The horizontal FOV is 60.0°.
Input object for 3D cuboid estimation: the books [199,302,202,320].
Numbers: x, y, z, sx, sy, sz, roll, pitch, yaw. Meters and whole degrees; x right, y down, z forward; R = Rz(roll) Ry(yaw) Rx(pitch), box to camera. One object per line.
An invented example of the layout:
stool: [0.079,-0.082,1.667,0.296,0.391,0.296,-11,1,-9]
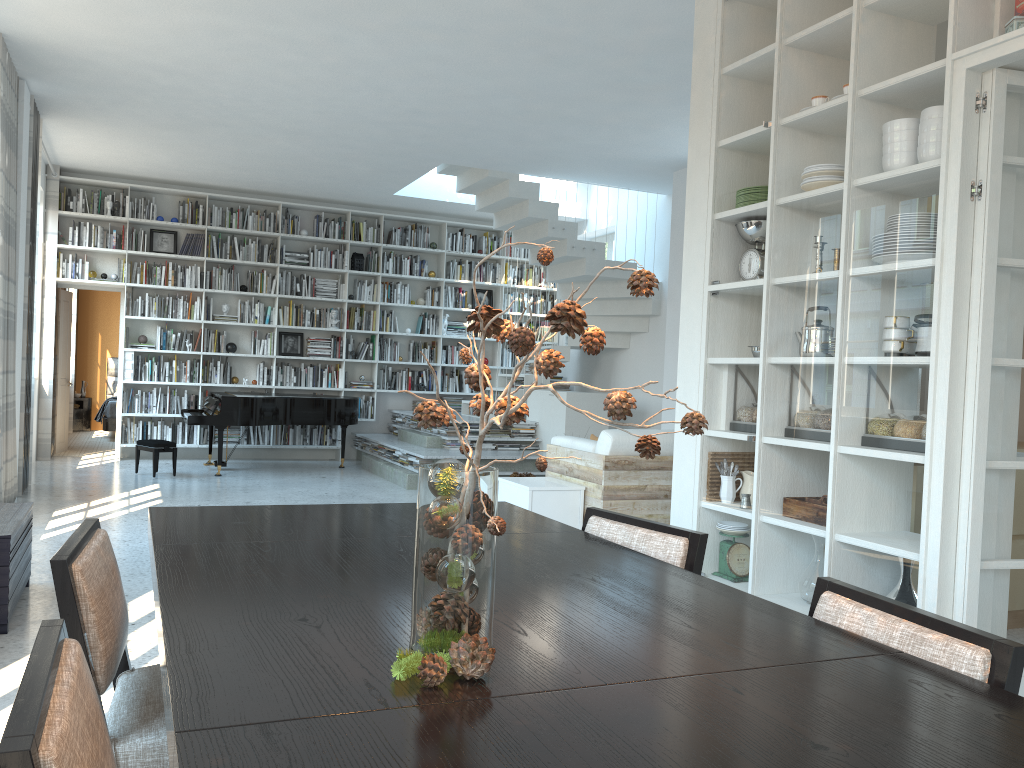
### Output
books: [-3.700,-0.875,10.530,0.036,0.257,0.123,2,1,-23]

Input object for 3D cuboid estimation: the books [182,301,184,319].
books: [-3.880,-0.862,10.449,0.012,0.217,0.160,2,1,-23]

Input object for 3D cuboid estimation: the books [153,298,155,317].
books: [-4.167,-0.880,10.316,0.014,0.230,0.148,2,1,-23]

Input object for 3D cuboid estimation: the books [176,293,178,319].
books: [-3.941,-0.908,10.432,0.011,0.304,0.129,2,1,-23]

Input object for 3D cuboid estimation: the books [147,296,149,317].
books: [-4.222,-0.890,10.287,0.011,0.246,0.176,2,1,-23]

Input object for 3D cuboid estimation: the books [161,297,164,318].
books: [-4.079,-0.883,10.353,0.023,0.242,0.184,2,1,-23]

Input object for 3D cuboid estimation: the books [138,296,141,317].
books: [-4.302,-0.889,10.249,0.022,0.235,0.177,2,1,-23]

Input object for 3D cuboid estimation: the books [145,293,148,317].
books: [-4.240,-0.909,10.288,0.023,0.281,0.174,2,1,-23]

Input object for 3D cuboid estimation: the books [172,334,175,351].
books: [-3.968,-0.484,10.395,0.029,0.190,0.188,2,1,-23]

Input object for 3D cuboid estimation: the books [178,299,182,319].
books: [-3.917,-0.876,10.449,0.028,0.242,0.131,2,1,-23]

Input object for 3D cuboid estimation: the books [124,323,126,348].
books: [-4.456,-0.552,10.218,0.012,0.285,0.159,2,1,-23]

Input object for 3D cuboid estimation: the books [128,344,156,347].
books: [-4.288,-0.445,10.284,0.285,0.012,0.159,2,0,-19]

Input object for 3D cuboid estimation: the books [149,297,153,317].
books: [-4.204,-0.888,10.321,0.049,0.243,0.139,2,1,-23]

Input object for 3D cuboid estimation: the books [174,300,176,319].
books: [-3.960,-0.871,10.413,0.013,0.228,0.151,2,1,-23]

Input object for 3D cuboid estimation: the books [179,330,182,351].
books: [-3.909,-0.508,10.455,0.013,0.242,0.141,2,1,-23]

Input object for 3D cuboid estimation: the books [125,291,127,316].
books: [-4.440,-0.919,10.211,0.012,0.285,0.159,2,1,-23]

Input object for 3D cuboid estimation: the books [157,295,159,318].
books: [-4.128,-0.899,10.340,0.011,0.271,0.157,2,1,-23]

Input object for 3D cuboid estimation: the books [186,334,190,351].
books: [-3.826,-0.487,10.468,0.030,0.207,0.172,2,1,-23]

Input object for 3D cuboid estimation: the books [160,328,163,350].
books: [-4.101,-0.523,10.367,0.031,0.255,0.143,2,1,-23]

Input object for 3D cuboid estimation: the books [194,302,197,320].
books: [-3.755,-0.860,10.501,0.031,0.223,0.144,2,1,-23]

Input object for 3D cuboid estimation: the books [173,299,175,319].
books: [-3.968,-0.872,10.398,0.013,0.229,0.177,2,1,-23]

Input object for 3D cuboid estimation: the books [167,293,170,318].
books: [-4.018,-0.909,10.378,0.013,0.300,0.151,2,1,-23]

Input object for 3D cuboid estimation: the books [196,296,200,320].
books: [-3.729,-0.890,10.516,0.027,0.286,0.148,2,1,-23]

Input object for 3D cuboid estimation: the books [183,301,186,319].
books: [-3.866,-0.863,10.459,0.021,0.221,0.148,2,1,-23]

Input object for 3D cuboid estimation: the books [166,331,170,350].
books: [-4.040,-0.508,10.404,0.030,0.231,0.147,2,1,-23]

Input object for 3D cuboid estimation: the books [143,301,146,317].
books: [-4.271,-0.864,10.300,0.021,0.187,0.129,2,1,-23]

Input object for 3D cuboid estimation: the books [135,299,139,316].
books: [-4.339,-0.877,10.252,0.042,0.209,0.143,2,1,-23]

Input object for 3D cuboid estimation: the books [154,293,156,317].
books: [-4.154,-0.911,10.319,0.011,0.293,0.183,2,1,-23]

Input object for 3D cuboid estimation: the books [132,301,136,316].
books: [-4.354,-0.864,10.226,0.037,0.182,0.189,2,1,-23]

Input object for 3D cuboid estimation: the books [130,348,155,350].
books: [-4.290,-0.409,10.287,0.285,0.012,0.159,2,0,-20]

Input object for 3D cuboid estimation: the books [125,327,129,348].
books: [-4.434,-0.530,10.217,0.028,0.243,0.156,2,1,-23]

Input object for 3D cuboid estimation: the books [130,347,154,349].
books: [-4.291,-0.421,10.291,0.254,0.012,0.161,2,0,-22]

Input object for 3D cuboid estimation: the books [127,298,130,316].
books: [-4.420,-0.880,10.211,0.026,0.209,0.155,2,1,-23]

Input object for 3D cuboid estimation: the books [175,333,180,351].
books: [-3.942,-0.495,10.442,0.056,0.214,0.142,2,1,-23]

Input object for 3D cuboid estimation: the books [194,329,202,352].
books: [-3.719,-0.517,10.484,0.082,0.276,0.228,2,1,-23]

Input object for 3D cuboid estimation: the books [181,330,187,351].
books: [-3.870,-0.513,10.456,0.060,0.255,0.158,2,1,-23]

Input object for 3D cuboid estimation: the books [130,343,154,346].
books: [-4.290,-0.457,10.290,0.254,0.012,0.161,2,0,-22]

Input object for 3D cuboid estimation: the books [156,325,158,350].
books: [-4.139,-0.539,10.342,0.012,0.285,0.159,2,1,-23]

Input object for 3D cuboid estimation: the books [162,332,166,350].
books: [-4.062,-0.497,10.352,0.029,0.208,0.189,2,1,-23]

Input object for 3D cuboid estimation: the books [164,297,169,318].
books: [-4.053,-0.889,10.383,0.048,0.256,0.141,2,1,-23]

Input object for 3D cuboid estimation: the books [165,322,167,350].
books: [-4.054,-0.561,10.390,0.011,0.336,0.153,2,1,-23]

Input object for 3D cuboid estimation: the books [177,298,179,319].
books: [-3.931,-0.882,10.432,0.011,0.252,0.139,2,1,-23]

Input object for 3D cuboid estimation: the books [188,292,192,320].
books: [-3.809,-0.914,10.472,0.035,0.326,0.170,2,1,-23]

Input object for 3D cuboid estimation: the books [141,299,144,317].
books: [-4.276,-0.871,10.250,0.028,0.204,0.188,2,1,-23]

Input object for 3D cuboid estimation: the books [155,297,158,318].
books: [-4.137,-0.888,10.318,0.021,0.247,0.188,2,1,-23]

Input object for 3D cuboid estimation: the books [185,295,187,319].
books: [-3.850,-0.899,10.470,0.015,0.293,0.143,2,1,-23]

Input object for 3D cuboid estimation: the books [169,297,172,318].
books: [-4.007,-0.887,10.395,0.021,0.256,0.156,2,1,-23]

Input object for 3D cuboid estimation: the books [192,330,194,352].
books: [-3.782,-0.507,10.500,0.021,0.251,0.154,2,1,-23]

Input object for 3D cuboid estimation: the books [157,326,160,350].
books: [-4.123,-0.532,10.348,0.024,0.273,0.150,2,1,-23]

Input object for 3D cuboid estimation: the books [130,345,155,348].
books: [-4.289,-0.433,10.287,0.254,0.012,0.161,2,0,-26]

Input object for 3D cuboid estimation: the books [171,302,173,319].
books: [-3.989,-0.861,10.404,0.021,0.205,0.130,2,1,-23]

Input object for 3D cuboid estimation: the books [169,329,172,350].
books: [-4.013,-0.516,10.408,0.022,0.249,0.129,2,1,-23]

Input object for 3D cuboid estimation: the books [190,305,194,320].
books: [-3.783,-0.841,10.489,0.030,0.183,0.151,2,1,-23]

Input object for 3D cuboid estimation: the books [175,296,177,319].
books: [-3.946,-0.892,10.414,0.012,0.272,0.145,2,1,-23]

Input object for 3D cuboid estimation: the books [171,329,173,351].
books: [-3.990,-0.515,10.398,0.011,0.250,0.172,2,1,-23]

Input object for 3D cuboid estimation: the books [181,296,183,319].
books: [-3.885,-0.891,10.430,0.015,0.275,0.157,2,1,-23]

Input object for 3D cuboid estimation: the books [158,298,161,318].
books: [-4.107,-0.881,10.333,0.024,0.237,0.166,2,1,-23]

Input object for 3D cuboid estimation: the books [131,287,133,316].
books: [-4.371,-0.940,10.209,0.012,0.334,0.184,2,1,-23]

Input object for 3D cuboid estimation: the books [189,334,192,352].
books: [-3.804,-0.487,10.489,0.027,0.209,0.143,2,1,-23]
